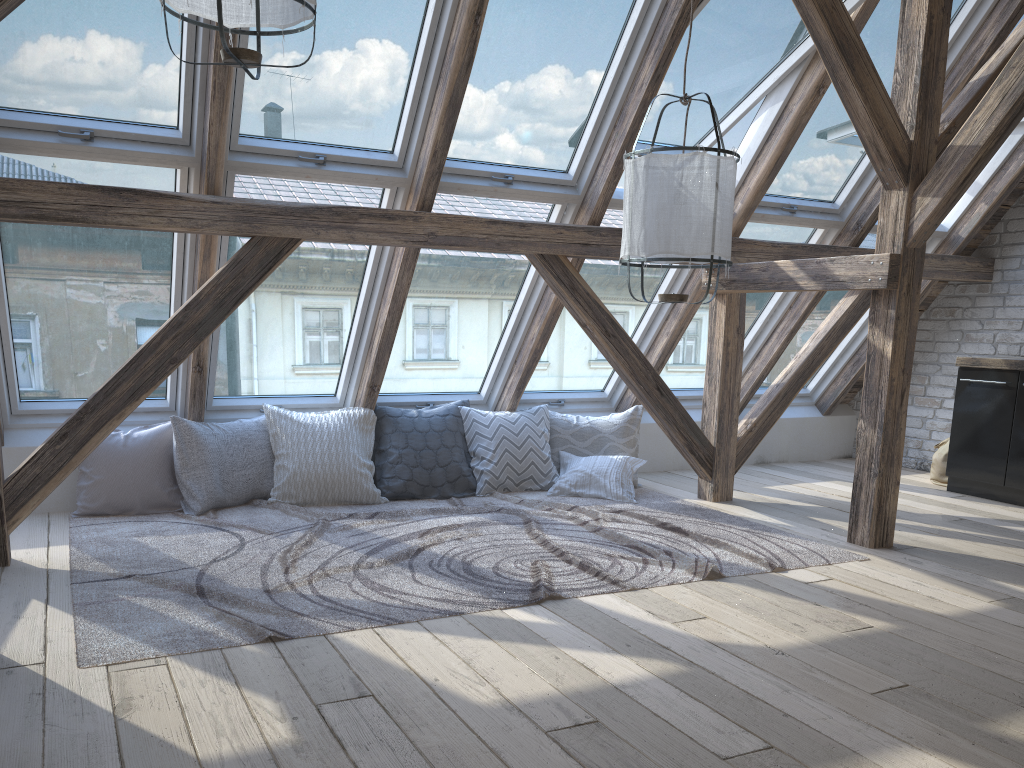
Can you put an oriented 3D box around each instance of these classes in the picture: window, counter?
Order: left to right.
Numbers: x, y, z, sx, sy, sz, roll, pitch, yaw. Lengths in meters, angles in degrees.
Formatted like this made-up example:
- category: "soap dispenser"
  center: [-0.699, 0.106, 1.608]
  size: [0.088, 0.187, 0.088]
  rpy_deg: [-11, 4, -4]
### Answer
- category: "window"
  center: [-1.436, -1.512, 2.920]
  size: [0.853, 1.303, 1.078]
  rpy_deg: [-3, 9, -27]
- category: "window"
  center: [-1.917, -0.393, 4.020]
  size: [0.853, 1.303, 1.078]
  rpy_deg: [-3, 9, -27]
- category: "window"
  center: [-1.098, -0.403, 4.433]
  size: [0.853, 1.303, 1.078]
  rpy_deg: [-3, 9, -27]
- category: "window"
  center: [-0.617, -1.522, 3.334]
  size: [0.853, 1.303, 1.078]
  rpy_deg: [-3, 9, -27]
- category: "window"
  center: [-0.278, -0.413, 4.847]
  size: [0.853, 1.303, 1.078]
  rpy_deg: [-3, 9, -27]
- category: "window"
  center: [0.202, -1.532, 3.747]
  size: [0.853, 1.303, 1.078]
  rpy_deg: [-3, 9, -27]
- category: "window"
  center: [0.541, -0.423, 5.261]
  size: [0.853, 1.303, 1.078]
  rpy_deg: [-3, 9, -27]
- category: "window"
  center: [1.000, -1.546, 4.204]
  size: [0.853, 1.302, 1.384]
  rpy_deg: [-3, 9, -27]
- category: "window"
  center: [1.361, -0.433, 5.674]
  size: [0.853, 1.303, 1.078]
  rpy_deg: [-3, 9, -27]
- category: "window"
  center: [2.180, -0.443, 6.088]
  size: [0.853, 1.303, 1.078]
  rpy_deg: [-3, 9, -27]
- category: "window"
  center: [1.841, -1.553, 4.575]
  size: [0.853, 1.303, 1.078]
  rpy_deg: [-3, 9, -27]
- category: "window"
  center: [2.633, -1.567, 5.042]
  size: [0.853, 1.301, 1.497]
  rpy_deg: [-3, 8, -27]
- category: "counter"
  center: [3.136, 0.406, 3.616]
  size: [2.236, 0.869, 3.757]
  rpy_deg: [-1, 5, -27]

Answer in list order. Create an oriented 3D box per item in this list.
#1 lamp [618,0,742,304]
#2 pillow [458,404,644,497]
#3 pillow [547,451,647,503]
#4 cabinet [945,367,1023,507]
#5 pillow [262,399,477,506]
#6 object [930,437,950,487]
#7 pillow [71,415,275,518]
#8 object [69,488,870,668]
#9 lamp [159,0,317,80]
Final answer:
- category: "lamp"
  center: [0.607, -1.238, 2.996]
  size: [0.407, 1.935, 0.392]
  rpy_deg: [4, 11, 14]
- category: "pillow"
  center: [0.242, 0.393, 5.408]
  size: [1.153, 0.545, 0.492]
  rpy_deg: [-1, 8, -22]
- category: "pillow"
  center: [0.505, 0.554, 5.217]
  size: [0.535, 0.247, 0.468]
  rpy_deg: [3, 6, 14]
- category: "cabinet"
  center: [3.310, -0.410, 3.309]
  size: [2.087, 2.556, 4.152]
  rpy_deg: [-3, 7, -27]
- category: "pillow"
  center: [-0.756, 0.372, 4.946]
  size: [1.269, 0.575, 0.460]
  rpy_deg: [-1, 9, -26]
- category: "object"
  center: [2.957, 0.473, 5.870]
  size: [0.338, 0.397, 0.385]
  rpy_deg: [1, 8, -1]
- category: "pillow"
  center: [-1.654, 0.417, 4.528]
  size: [1.128, 0.535, 0.429]
  rpy_deg: [-2, 9, -34]
- category: "object"
  center: [-0.309, 0.683, 4.155]
  size: [3.179, 0.057, 2.156]
  rpy_deg: [-1, 5, -27]
- category: "lamp"
  center: [-0.718, -1.516, 2.268]
  size: [0.403, 1.332, 0.395]
  rpy_deg: [10, 13, 38]
